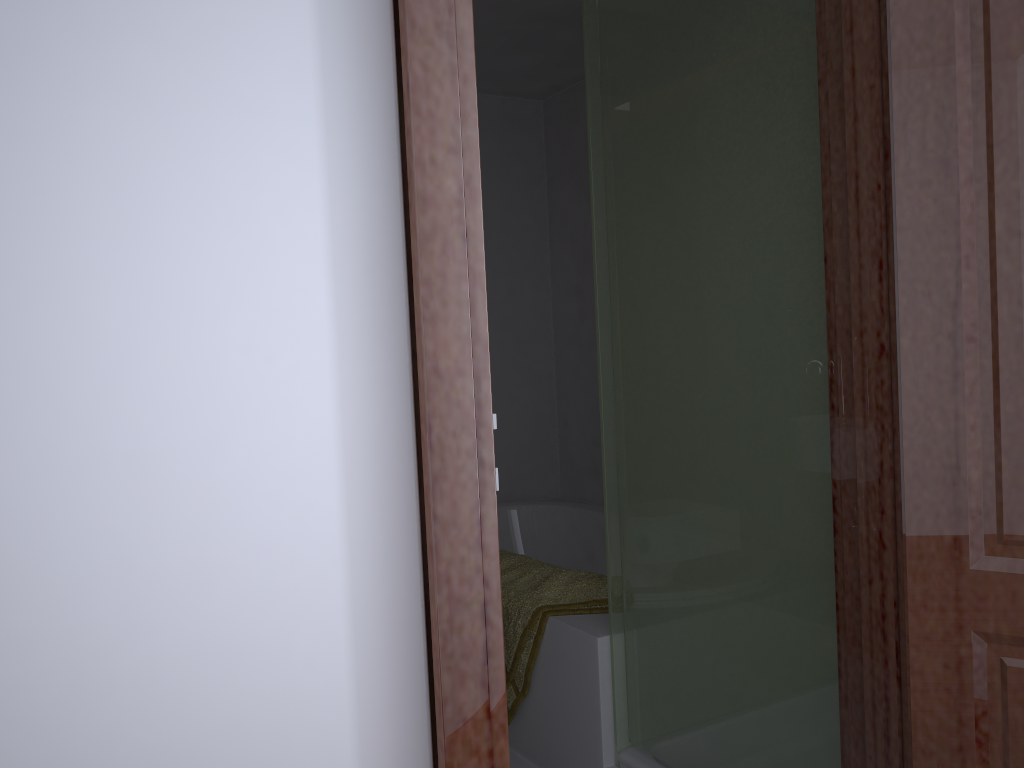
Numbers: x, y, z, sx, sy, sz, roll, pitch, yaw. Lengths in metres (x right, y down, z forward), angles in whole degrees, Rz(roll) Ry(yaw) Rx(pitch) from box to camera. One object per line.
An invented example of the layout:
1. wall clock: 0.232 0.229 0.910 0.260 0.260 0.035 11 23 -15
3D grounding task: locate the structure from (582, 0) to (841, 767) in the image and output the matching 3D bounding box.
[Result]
1. structure: 0.835 0.016 2.089 1.015 2.079 0.765 -4 3 -30

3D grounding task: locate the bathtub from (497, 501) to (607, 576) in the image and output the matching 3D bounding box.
1. bathtub: 0.226 0.760 3.205 0.881 0.424 1.683 -4 3 -30

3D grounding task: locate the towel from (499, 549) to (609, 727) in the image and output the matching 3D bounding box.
1. towel: 0.040 0.768 2.721 0.349 0.452 0.890 -4 3 -35

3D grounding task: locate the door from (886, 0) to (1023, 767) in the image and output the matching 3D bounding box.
1. door: 0.842 0.062 1.110 0.708 1.780 0.095 -1 3 36
